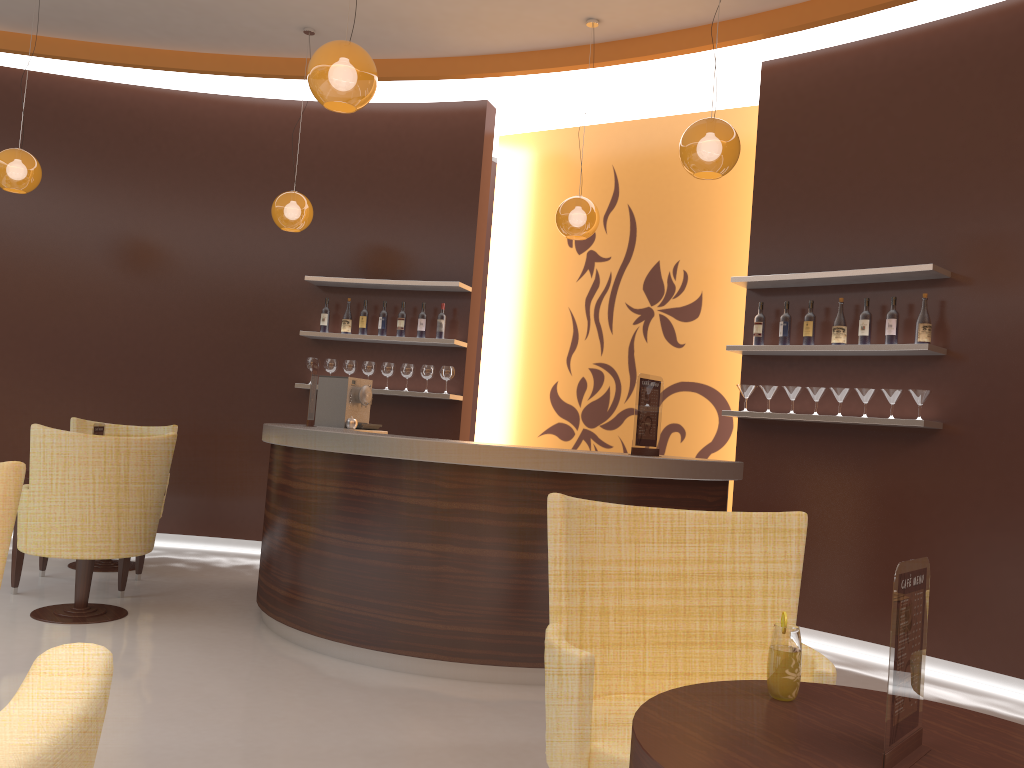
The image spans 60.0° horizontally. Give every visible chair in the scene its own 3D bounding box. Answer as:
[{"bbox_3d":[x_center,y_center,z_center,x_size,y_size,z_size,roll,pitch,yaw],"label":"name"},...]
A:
[{"bbox_3d":[0.424,0.826,2.293,0.729,1.017,0.685,5,-3,-1],"label":"chair"},{"bbox_3d":[-2.270,0.739,4.784,0.729,1.017,0.685,7,-4,-40],"label":"chair"},{"bbox_3d":[-2.822,0.771,6.285,0.729,1.017,0.685,5,-3,-11],"label":"chair"},{"bbox_3d":[-0.650,0.643,0.387,0.685,1.017,0.729,2,-4,40],"label":"chair"},{"bbox_3d":[-1.453,0.650,1.770,0.729,1.017,0.685,6,-3,-21],"label":"chair"}]

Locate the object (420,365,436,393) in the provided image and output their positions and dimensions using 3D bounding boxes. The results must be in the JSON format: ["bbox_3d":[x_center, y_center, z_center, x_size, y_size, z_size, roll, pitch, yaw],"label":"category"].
[{"bbox_3d":[-0.668,-0.036,6.986,0.125,0.221,0.125,4,-3,7],"label":"object"}]

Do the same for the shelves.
[{"bbox_3d":[0.432,-0.295,6.250,4.744,0.902,0.586,3,-3,29],"label":"shelves"}]

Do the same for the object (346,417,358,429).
[{"bbox_3d":[-1.038,0.253,5.747,0.075,0.077,0.075,2,-4,41],"label":"object"}]

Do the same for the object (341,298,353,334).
[{"bbox_3d":[-1.332,-0.545,7.198,0.086,0.303,0.086,7,-4,-39],"label":"object"}]

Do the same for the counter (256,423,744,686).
[{"bbox_3d":[-0.387,0.854,4.920,2.917,1.100,1.586,3,-3,27],"label":"counter"}]

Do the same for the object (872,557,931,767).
[{"bbox_3d":[1.561,0.553,1.828,2.090,0.335,0.187,6,-3,-22],"label":"object"}]

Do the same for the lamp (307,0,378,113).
[{"bbox_3d":[-0.681,-1.936,3.853,0.299,1.500,0.299,7,-4,-40],"label":"lamp"}]

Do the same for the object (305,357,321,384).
[{"bbox_3d":[-1.626,-0.101,7.210,0.125,0.221,0.125,4,-3,7],"label":"object"}]

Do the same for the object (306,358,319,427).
[{"bbox_3d":[-1.220,0.054,5.440,0.052,0.414,0.258,5,-3,-4],"label":"object"}]

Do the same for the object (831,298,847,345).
[{"bbox_3d":[1.996,-0.372,5.395,0.086,0.303,0.086,7,-4,-34],"label":"object"}]

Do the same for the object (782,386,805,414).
[{"bbox_3d":[1.757,0.106,5.551,0.137,0.174,0.137,7,-4,-43],"label":"object"}]

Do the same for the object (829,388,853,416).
[{"bbox_3d":[1.980,0.115,5.350,0.137,0.174,0.137,7,-4,-43],"label":"object"}]

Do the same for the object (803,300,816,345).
[{"bbox_3d":[1.853,-0.372,5.515,0.073,0.297,0.073,6,-3,-20],"label":"object"}]

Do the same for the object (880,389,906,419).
[{"bbox_3d":[2.200,0.121,5.131,0.137,0.174,0.137,4,-3,7],"label":"object"}]

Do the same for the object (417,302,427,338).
[{"bbox_3d":[-0.710,-0.498,7.031,0.073,0.297,0.073,6,-3,-21],"label":"object"}]

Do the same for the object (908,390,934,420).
[{"bbox_3d":[2.310,0.124,5.021,0.137,0.174,0.137,7,-4,-43],"label":"object"}]

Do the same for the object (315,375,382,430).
[{"bbox_3d":[-1.087,0.130,6.003,0.373,0.340,0.270,3,-3,27],"label":"object"}]

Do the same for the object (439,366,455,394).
[{"bbox_3d":[-0.510,-0.027,6.925,0.125,0.221,0.125,4,-3,7],"label":"object"}]

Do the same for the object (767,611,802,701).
[{"bbox_3d":[0.554,0.555,1.808,0.067,0.171,0.072,7,-4,-35],"label":"object"}]

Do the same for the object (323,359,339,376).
[{"bbox_3d":[-1.470,-0.090,7.184,0.125,0.221,0.125,4,-3,7],"label":"object"}]

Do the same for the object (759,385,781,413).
[{"bbox_3d":[1.637,0.101,5.650,0.137,0.174,0.137,2,-4,37],"label":"object"}]

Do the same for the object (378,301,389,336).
[{"bbox_3d":[-1.031,-0.519,7.125,0.073,0.297,0.073,5,-3,-8],"label":"object"}]

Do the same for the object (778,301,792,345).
[{"bbox_3d":[1.733,-0.376,5.614,0.073,0.297,0.073,4,-3,20],"label":"object"}]

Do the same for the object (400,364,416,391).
[{"bbox_3d":[-0.831,-0.047,7.032,0.125,0.221,0.125,4,-3,7],"label":"object"}]

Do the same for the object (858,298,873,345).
[{"bbox_3d":[2.105,-0.364,5.279,0.073,0.297,0.073,4,-3,20],"label":"object"}]

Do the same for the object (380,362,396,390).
[{"bbox_3d":[-0.993,-0.057,7.078,0.125,0.221,0.125,4,-3,7],"label":"object"}]

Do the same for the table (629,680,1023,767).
[{"bbox_3d":[0.619,0.971,1.499,0.874,0.679,0.872,4,-3,13],"label":"table"}]

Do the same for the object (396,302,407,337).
[{"bbox_3d":[-0.877,-0.509,7.081,0.073,0.297,0.073,5,-3,-8],"label":"object"}]

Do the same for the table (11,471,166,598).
[{"bbox_3d":[-2.646,0.915,5.502,0.874,0.679,0.872,3,-3,28],"label":"table"}]

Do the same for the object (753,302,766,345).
[{"bbox_3d":[1.599,-0.382,5.721,0.073,0.297,0.073,4,-3,20],"label":"object"}]

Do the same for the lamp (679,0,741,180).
[{"bbox_3d":[1.023,-1.772,4.410,0.299,1.500,0.299,5,-3,0],"label":"lamp"}]

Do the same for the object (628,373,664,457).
[{"bbox_3d":[0.695,0.159,4.527,0.052,0.414,0.258,2,-4,41],"label":"object"}]

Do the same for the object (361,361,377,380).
[{"bbox_3d":[-1.152,-0.068,7.115,0.125,0.221,0.125,4,-3,7],"label":"object"}]

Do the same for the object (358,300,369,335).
[{"bbox_3d":[-1.193,-0.530,7.165,0.073,0.297,0.073,2,-4,41],"label":"object"}]

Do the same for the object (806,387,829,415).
[{"bbox_3d":[1.869,0.111,5.447,0.137,0.174,0.137,7,-4,-43],"label":"object"}]

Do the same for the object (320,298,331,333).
[{"bbox_3d":[-1.515,-0.553,7.213,0.073,0.297,0.073,5,-3,-8],"label":"object"}]

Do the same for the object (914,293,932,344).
[{"bbox_3d":[2.341,-0.363,5.041,0.086,0.303,0.086,5,-3,-4],"label":"object"}]

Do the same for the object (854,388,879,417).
[{"bbox_3d":[2.090,0.118,5.243,0.137,0.174,0.137,7,-4,-43],"label":"object"}]

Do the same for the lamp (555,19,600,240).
[{"bbox_3d":[0.492,-1.732,6.024,0.299,1.500,0.299,5,-3,0],"label":"lamp"}]

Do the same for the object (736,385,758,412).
[{"bbox_3d":[1.518,0.097,5.749,0.137,0.174,0.137,2,-4,37],"label":"object"}]

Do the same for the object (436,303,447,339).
[{"bbox_3d":[-0.553,-0.489,6.980,0.073,0.297,0.073,5,-3,-8],"label":"object"}]

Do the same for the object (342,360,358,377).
[{"bbox_3d":[-1.310,-0.079,7.153,0.125,0.221,0.125,4,-3,7],"label":"object"}]

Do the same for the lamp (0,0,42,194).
[{"bbox_3d":[-3.260,-2.034,5.955,0.299,1.500,0.299,7,-4,-40],"label":"lamp"}]

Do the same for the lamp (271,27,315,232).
[{"bbox_3d":[-1.556,-1.870,6.512,0.299,1.500,0.299,7,-4,-40],"label":"lamp"}]

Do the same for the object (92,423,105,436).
[{"bbox_3d":[-2.592,0.412,5.536,0.042,0.335,0.209,5,-3,-4],"label":"object"}]

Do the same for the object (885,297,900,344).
[{"bbox_3d":[2.218,-0.361,5.168,0.073,0.297,0.073,4,-3,20],"label":"object"}]
